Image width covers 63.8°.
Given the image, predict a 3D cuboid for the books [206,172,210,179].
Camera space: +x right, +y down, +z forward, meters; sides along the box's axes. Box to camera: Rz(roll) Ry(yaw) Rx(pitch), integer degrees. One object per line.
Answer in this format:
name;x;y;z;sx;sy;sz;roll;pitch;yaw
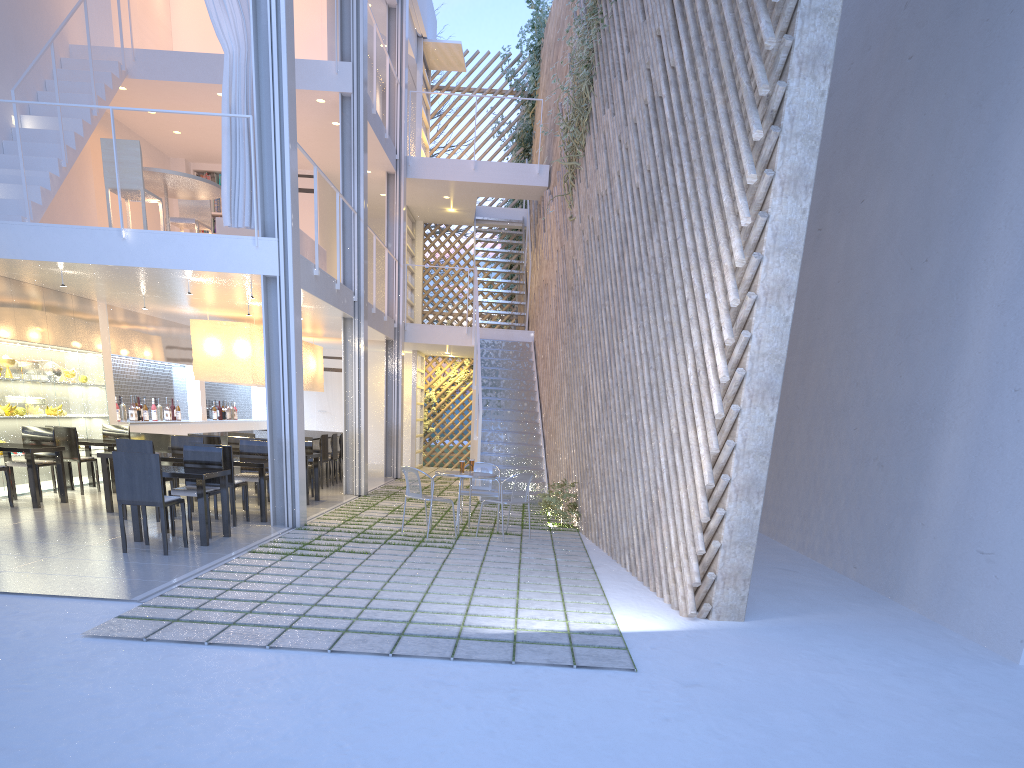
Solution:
books;-2.703;-1.795;7.331;0.011;0.165;0.075;4;14;1

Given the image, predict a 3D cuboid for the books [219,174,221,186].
books;-2.590;-1.783;7.334;0.027;0.154;0.072;4;14;1

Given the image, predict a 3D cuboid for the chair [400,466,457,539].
chair;-0.468;0.635;4.459;0.241;0.409;0.248;-9;17;-43

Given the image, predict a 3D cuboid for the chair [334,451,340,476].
chair;-1.570;0.667;7.868;0.240;0.472;0.173;4;15;2

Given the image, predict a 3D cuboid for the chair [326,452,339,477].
chair;-1.581;0.654;7.549;0.240;0.472;0.172;3;15;-2

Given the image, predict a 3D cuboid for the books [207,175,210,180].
books;-2.687;-1.779;7.331;0.021;0.133;0.084;4;12;1

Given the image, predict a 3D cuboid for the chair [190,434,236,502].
chair;-1.945;0.551;5.364;0.192;0.472;0.217;3;14;1

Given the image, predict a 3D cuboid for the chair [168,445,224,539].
chair;-1.537;0.527;4.016;0.192;0.472;0.217;3;14;1

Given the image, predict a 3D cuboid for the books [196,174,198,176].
books;-2.790;-1.786;7.330;0.006;0.133;0.087;4;12;1

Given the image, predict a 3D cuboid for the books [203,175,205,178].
books;-2.733;-1.785;7.340;0.021;0.140;0.064;4;14;1

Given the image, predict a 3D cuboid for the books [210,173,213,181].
books;-2.656;-1.788;7.332;0.024;0.156;0.076;4;14;1

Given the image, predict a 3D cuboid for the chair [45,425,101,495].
chair;-2.844;0.494;5.344;0.192;0.472;0.217;3;14;1

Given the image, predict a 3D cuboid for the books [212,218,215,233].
books;-2.686;-1.420;7.442;0.007;0.138;0.088;4;12;1

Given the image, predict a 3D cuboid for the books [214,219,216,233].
books;-2.672;-1.419;7.454;0.021;0.140;0.064;4;14;1

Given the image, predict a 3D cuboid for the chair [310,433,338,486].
chair;-1.602;0.629;6.911;0.240;0.472;0.172;3;15;-1

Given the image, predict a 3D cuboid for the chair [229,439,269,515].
chair;-1.546;0.558;4.878;0.192;0.472;0.217;3;14;1

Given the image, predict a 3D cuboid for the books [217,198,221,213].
books;-2.843;-0.857;6.009;0.039;1.770;3.385;5;2;6

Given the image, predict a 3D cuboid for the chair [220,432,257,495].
chair;-1.935;0.568;5.807;0.192;0.472;0.217;3;14;1

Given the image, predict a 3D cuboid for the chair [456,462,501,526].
chair;-0.195;0.673;5.015;0.263;0.409;0.226;3;13;1

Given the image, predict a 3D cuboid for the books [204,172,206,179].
books;-2.716;-1.792;7.330;0.011;0.156;0.079;4;13;1

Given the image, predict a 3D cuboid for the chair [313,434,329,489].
chair;-1.613;0.617;6.592;0.240;0.472;0.173;4;15;2

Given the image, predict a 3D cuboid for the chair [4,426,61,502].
chair;-2.854;0.476;4.890;0.192;0.472;0.217;3;14;1

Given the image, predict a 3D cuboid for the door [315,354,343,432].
door;-2.663;0.163;7.103;0.475;1.250;5.249;7;0;14

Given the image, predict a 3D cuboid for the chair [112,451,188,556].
chair;-1.547;0.509;3.541;0.192;0.472;0.217;3;14;1

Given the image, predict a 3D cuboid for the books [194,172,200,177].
books;-2.801;-1.796;7.330;0.015;0.153;0.081;4;13;1

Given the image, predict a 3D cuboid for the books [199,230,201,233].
books;-2.808;-1.434;7.443;0.015;0.153;0.081;4;13;1

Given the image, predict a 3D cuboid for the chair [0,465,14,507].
chair;-2.864;0.458;4.415;0.192;0.472;0.217;3;14;1

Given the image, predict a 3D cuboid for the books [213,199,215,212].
books;-2.880;-0.867;6.019;0.080;1.745;3.353;5;2;5

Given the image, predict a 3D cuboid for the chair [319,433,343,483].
chair;-1.606;0.641;7.230;0.240;0.472;0.172;2;15;-4

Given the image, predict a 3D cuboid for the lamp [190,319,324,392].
lamp;-2.127;-0.197;7.162;0.448;0.448;2.175;4;-1;1

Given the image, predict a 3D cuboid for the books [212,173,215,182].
books;-2.638;-1.787;7.332;0.024;0.156;0.076;4;14;1

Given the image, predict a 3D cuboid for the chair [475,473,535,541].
chair;-0.015;0.667;4.537;0.237;0.409;0.252;14;16;40

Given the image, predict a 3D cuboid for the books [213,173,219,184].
books;-2.629;-1.786;7.332;0.024;0.156;0.076;4;14;1

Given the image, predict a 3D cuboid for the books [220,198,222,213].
books;-2.831;-0.873;6.013;0.036;1.740;3.367;5;2;7

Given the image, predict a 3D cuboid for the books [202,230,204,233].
books;-2.784;-1.423;7.445;0.021;0.133;0.084;4;12;1

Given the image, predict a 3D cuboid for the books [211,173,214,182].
books;-2.647;-1.787;7.332;0.024;0.156;0.076;4;14;1

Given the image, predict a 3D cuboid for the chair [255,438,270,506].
chair;-1.536;0.577;5.365;0.192;0.472;0.217;3;14;1

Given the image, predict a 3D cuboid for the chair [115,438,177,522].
chair;-1.965;0.515;4.435;0.192;0.472;0.217;3;14;1

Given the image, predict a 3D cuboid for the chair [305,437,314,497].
chair;-1.526;0.593;5.807;0.192;0.472;0.217;3;14;1

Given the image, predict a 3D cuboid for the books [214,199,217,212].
books;-2.842;-0.872;6.029;0.027;1.736;3.327;5;2;6

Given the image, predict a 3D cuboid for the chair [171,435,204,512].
chair;-1.955;0.532;4.878;0.192;0.472;0.217;3;14;1

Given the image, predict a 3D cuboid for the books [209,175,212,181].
books;-2.671;-1.781;7.329;0.007;0.138;0.088;4;12;1

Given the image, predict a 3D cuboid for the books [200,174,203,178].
books;-2.754;-1.787;7.340;0.021;0.140;0.064;4;14;1

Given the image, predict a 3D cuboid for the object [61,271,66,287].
object;-2.405;-0.564;4.400;0.029;0.085;0.026;6;16;11

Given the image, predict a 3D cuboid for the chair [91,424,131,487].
chair;-2.834;0.512;5.819;0.192;0.472;0.217;3;14;1

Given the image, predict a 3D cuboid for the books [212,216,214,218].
books;-2.711;-1.433;7.442;0.015;0.164;0.080;4;14;1

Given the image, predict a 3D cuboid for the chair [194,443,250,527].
chair;-1.555;0.541;4.436;0.192;0.472;0.217;3;14;1
